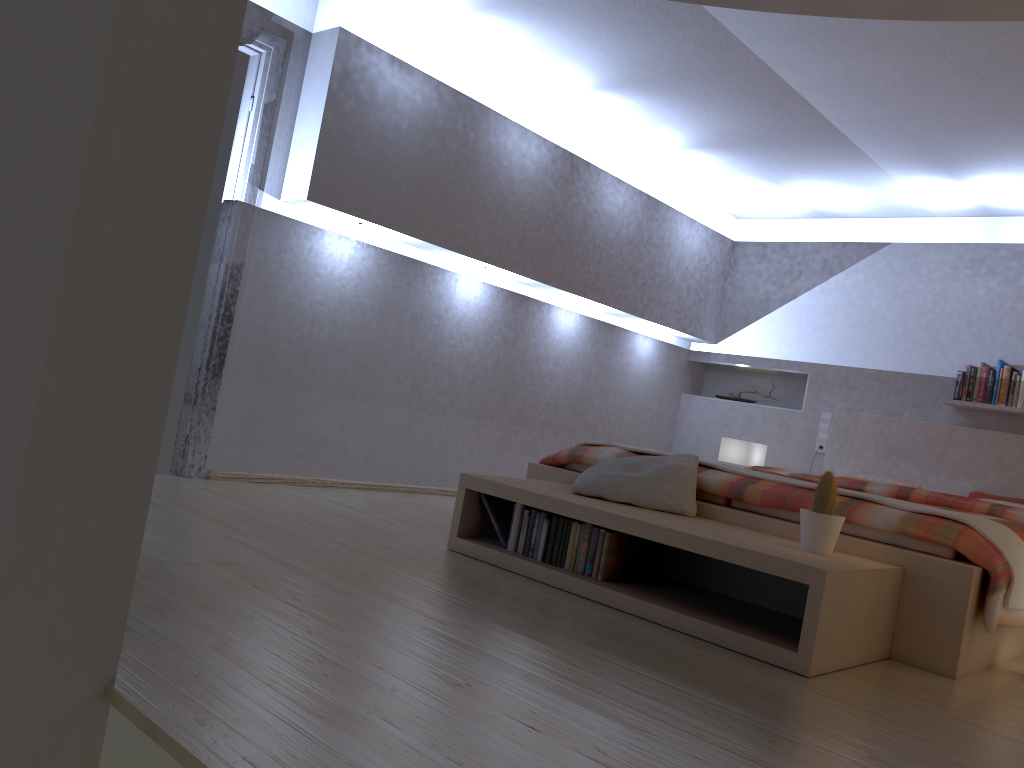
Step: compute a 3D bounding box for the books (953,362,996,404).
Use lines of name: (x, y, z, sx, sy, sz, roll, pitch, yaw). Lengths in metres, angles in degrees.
books: (2.933, -0.003, 5.574, 0.209, 0.260, 0.215, 9, -2, 43)

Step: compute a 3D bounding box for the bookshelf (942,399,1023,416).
bookshelf: (3.124, 0.174, 5.374, 0.916, 0.028, 0.223, 9, -2, 43)

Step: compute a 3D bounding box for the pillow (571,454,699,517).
pillow: (0.508, 0.370, 3.632, 0.498, 0.241, 0.470, 10, -2, 8)

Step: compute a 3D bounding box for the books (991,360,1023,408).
books: (3.081, 0.010, 5.449, 0.178, 0.281, 0.200, 9, -2, 43)

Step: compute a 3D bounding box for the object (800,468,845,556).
object: (1.033, 0.421, 2.947, 0.144, 0.294, 0.144, 11, -2, -22)

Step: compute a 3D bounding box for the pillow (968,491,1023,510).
pillow: (2.889, 0.748, 5.156, 0.566, 0.188, 0.497, 9, -2, 43)

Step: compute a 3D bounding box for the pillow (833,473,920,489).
pillow: (2.295, 0.669, 5.772, 0.572, 0.180, 0.492, 9, -2, 43)

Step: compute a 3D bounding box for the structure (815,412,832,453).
structure: (2.220, 0.346, 6.302, 0.077, 0.286, 0.034, 9, -2, 43)

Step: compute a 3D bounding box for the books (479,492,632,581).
books: (0.130, 0.562, 3.351, 0.652, 0.193, 0.157, 9, -2, 43)

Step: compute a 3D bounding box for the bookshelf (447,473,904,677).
bookshelf: (0.526, 0.630, 3.225, 1.495, 0.303, 0.643, 9, -2, 43)

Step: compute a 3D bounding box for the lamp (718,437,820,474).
lamp: (1.770, 0.633, 6.312, 0.684, 0.515, 0.318, 11, -2, -19)

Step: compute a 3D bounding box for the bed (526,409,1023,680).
bed: (1.800, 0.553, 4.576, 2.087, 0.994, 3.009, 9, -2, 43)

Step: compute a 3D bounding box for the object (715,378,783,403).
object: (1.863, 0.036, 6.892, 0.589, 0.242, 0.183, 9, -2, 41)
